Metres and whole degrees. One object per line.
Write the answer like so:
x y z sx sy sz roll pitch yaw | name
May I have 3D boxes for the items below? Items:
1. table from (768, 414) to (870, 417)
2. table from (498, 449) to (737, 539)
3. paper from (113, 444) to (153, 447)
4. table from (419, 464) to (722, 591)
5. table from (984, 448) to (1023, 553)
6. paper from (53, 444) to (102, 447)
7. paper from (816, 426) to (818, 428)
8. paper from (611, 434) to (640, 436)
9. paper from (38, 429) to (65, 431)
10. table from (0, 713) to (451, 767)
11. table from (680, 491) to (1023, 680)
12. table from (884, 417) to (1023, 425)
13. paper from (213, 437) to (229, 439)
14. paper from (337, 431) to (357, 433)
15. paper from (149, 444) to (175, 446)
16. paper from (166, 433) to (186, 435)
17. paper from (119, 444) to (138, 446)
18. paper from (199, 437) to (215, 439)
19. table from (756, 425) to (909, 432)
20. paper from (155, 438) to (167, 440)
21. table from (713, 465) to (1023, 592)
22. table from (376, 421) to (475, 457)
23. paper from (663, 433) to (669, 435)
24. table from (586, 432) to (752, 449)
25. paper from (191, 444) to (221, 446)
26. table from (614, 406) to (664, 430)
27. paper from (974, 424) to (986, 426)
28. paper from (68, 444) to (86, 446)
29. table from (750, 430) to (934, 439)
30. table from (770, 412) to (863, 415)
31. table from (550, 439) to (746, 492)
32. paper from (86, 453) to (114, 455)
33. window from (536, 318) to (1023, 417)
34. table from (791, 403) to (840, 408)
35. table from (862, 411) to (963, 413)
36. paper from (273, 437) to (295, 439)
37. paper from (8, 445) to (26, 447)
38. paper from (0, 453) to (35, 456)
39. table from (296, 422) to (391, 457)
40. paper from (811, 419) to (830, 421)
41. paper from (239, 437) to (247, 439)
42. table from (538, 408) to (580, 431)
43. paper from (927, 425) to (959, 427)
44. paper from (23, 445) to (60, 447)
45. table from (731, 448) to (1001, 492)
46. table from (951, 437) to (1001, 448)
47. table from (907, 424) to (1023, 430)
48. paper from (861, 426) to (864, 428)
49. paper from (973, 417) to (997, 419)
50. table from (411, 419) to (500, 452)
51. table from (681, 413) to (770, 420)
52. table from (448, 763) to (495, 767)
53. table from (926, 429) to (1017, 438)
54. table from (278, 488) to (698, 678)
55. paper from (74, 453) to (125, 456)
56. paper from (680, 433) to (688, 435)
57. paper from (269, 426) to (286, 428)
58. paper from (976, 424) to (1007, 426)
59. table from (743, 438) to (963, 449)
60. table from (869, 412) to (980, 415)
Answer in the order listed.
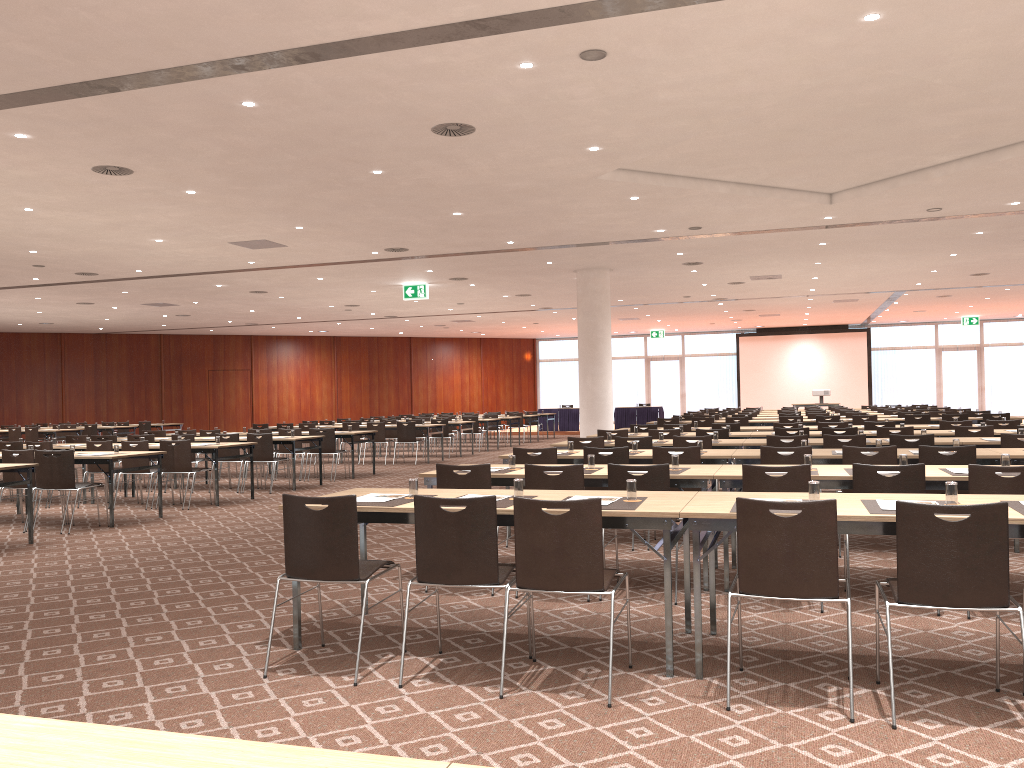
7.310 1.145 21.194 2.267 0.833 0.953 -2 -1 17 | table
1.098 1.112 8.996 2.267 0.833 0.953 -2 -1 17 | table
-5.626 0.904 13.071 0.460 0.003 0.565 -2 -1 19 | paper
0.498 1.098 7.088 2.267 0.833 0.953 -2 -1 17 | table
5.428 0.994 7.635 2.267 0.833 0.953 -2 -1 17 | table
-6.573 0.929 13.352 0.460 0.003 0.565 -2 -1 17 | paper
5.019 0.675 13.910 0.460 0.003 0.565 -2 -1 16 | paper
1.619 0.737 12.889 0.460 0.003 0.565 -2 -1 16 | paper
-11.897 1.186 22.895 0.460 0.003 0.565 -2 -1 17 | paper
-1.314 1.057 1.323 2.267 0.833 0.953 -2 -1 17 | table
2.063 1.026 4.500 2.267 0.833 0.953 -2 -1 17 | table
8.276 1.059 16.698 2.267 0.833 0.953 -2 -1 17 | table
-5.028 0.917 14.934 0.460 0.003 0.565 -2 -1 18 | paper
-3.214 0.898 16.499 0.460 0.003 0.565 -2 -1 15 | paper
-5.062 0.885 12.934 0.283 0.006 0.398 -2 -1 17 | paper
-6.615 0.990 17.560 0.460 0.003 0.565 -2 -1 19 | paper
-5.676 0.902 13.132 0.283 0.006 0.398 -2 -1 17 | paper
-5.061 0.915 15.048 0.283 0.006 0.398 -2 -1 19 | paper
5.062 1.094 14.039 2.267 0.833 0.953 -2 -1 17 | table
-5.960 0.943 15.267 0.460 0.003 0.565 -2 -1 20 | paper
2.663 1.039 6.408 2.267 0.833 0.953 -2 -1 17 | table
-2.128 1.371 22.065 2.267 0.833 0.953 -2 -1 17 | table
2.189 0.719 12.760 0.283 0.006 0.398 -2 -1 18 | paper
2.297 1.139 12.812 2.267 0.833 0.953 -2 -1 17 | table
-4.418 0.871 12.676 0.460 0.003 0.565 -2 -1 17 | paper
4.547 1.236 31.730 1.712 0.832 1.041 -2 -1 17 | table
7.127 0.615 13.315 0.283 0.006 0.398 -2 -1 20 | paper
-6.588 0.927 13.433 0.283 0.006 0.398 -2 -1 16 | paper
4.462 1.080 12.131 2.267 0.833 0.953 -2 -1 17 | table
7.910 1.159 23.102 2.267 0.833 0.953 -2 -1 17 | table
1.697 1.125 10.904 2.267 0.833 0.953 -2 -1 17 | table
-5.050 0.855 10.842 0.283 0.006 0.398 -2 -1 15 | paper
12.062 -0.393 36.437 22.963 3.872 0.217 -2 0 17 | window
10.257 1.081 29.952 1.540 0.832 0.953 -2 -1 17 | table
10.075 1.100 22.422 2.267 0.833 0.953 -2 -1 17 | table
-3.811 0.884 14.593 0.460 0.003 0.565 -2 -1 17 | paper
-7.807 0.962 13.718 0.460 0.003 0.565 -2 -1 17 | paper
-6.216 0.890 11.165 0.460 0.003 0.565 -2 -1 18 | paper
-4.293 1.430 22.746 2.267 0.833 0.953 -2 -1 17 | table
6.050 0.700 17.257 0.460 0.003 0.565 -2 -1 16 | paper
-4.449 0.902 14.785 0.460 0.003 0.565 -2 -1 15 | paper
1.834 1.309 32.583 1.712 0.832 1.041 -2 -1 17 | table
6.562 0.633 13.415 0.460 0.003 0.565 -2 -1 18 | paper
-7.180 0.946 13.555 0.460 0.003 0.565 -2 -1 18 | paper
3.263 1.053 8.316 2.267 0.833 0.953 -2 -1 17 | table
6.027 1.008 9.543 2.267 0.833 0.953 -2 -1 17 | table
7.227 1.035 13.359 2.267 0.833 0.953 -2 -1 17 | table
5.643 0.658 13.689 0.460 0.003 0.565 -2 -1 19 | paper
8.842 0.624 16.367 0.460 0.003 0.565 -1 -1 14 | paper
-1.528 1.385 23.973 2.267 0.833 0.953 -2 -1 17 | table
5.745 1.217 23.783 2.267 0.833 0.953 -2 -1 17 | table
0.851 0.998 0.642 2.267 0.833 0.953 -2 -1 17 | table
6.627 1.022 11.451 2.267 0.833 0.953 -2 -1 17 | table
-0.102 1.084 5.180 2.267 0.833 0.953 -2 -1 17 | table
-5.022 0.857 10.782 0.460 0.003 0.565 -1 -1 14 | paper
2.255 0.720 12.674 0.460 0.003 0.565 -2 -1 17 | paper
-5.555 1.014 20.898 0.460 0.003 0.565 -2 -1 18 | paper
7.169 0.616 13.204 0.460 0.003 0.565 -2 -1 21 | paper
3.862 1.067 10.223 2.267 0.833 0.953 -2 -1 17 | table
9.475 1.087 20.514 2.267 0.833 0.953 -2 -1 17 | table
